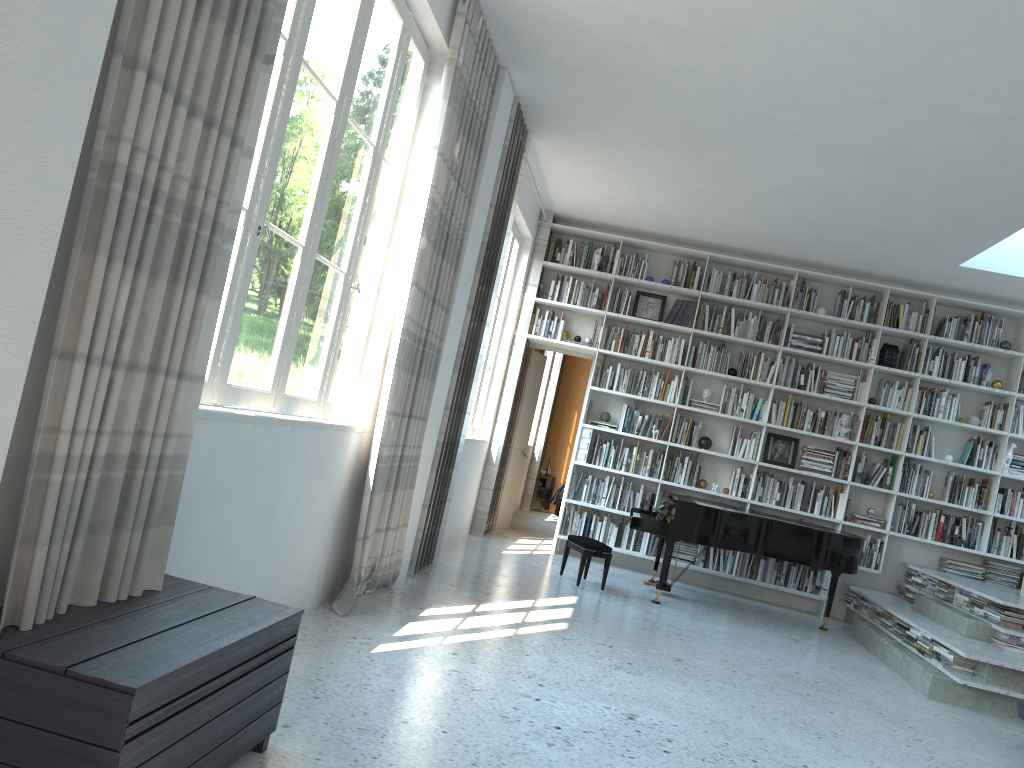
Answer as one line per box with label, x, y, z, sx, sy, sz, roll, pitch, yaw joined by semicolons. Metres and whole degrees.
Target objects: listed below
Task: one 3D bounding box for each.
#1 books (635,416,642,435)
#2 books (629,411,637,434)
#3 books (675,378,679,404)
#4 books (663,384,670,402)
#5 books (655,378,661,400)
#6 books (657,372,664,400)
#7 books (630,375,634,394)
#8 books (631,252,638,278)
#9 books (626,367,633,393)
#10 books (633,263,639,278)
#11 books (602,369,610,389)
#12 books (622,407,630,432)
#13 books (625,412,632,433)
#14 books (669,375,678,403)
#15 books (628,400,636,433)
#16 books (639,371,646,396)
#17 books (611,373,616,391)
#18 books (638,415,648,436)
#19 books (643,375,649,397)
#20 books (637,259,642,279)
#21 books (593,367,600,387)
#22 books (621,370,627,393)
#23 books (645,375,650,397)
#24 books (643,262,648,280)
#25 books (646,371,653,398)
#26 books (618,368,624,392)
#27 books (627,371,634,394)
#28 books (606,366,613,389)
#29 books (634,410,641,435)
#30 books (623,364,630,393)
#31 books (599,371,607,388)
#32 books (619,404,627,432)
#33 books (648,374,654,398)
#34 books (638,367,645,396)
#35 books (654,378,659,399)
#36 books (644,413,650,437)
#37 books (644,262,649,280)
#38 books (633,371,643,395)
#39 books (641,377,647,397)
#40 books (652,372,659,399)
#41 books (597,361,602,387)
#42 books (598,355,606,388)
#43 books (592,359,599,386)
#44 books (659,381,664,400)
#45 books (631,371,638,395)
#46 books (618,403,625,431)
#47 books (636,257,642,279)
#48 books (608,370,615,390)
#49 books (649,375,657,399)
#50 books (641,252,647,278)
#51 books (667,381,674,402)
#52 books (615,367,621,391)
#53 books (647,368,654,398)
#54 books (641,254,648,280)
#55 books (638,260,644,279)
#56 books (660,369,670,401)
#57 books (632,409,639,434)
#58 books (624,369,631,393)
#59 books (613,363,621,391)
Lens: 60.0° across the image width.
books;1.232;0.409;8.614;0.029;0.190;0.189;12;-3;8
books;1.180;0.378;8.661;0.030;0.231;0.148;12;-2;8
books;1.600;0.079;8.620;0.036;0.257;0.123;12;-2;8
books;1.503;0.096;8.626;0.030;0.183;0.152;12;-3;8
books;1.422;0.060;8.645;0.021;0.220;0.148;12;-2;8
books;1.447;0.029;8.649;0.015;0.292;0.144;12;-2;8
books;1.175;0.016;8.687;0.010;0.204;0.139;12;-2;8
books;1.208;-1.143;8.727;0.015;0.279;0.190;12;-2;8
books;1.147;-0.025;8.683;0.011;0.271;0.158;12;-2;8
books;1.220;-1.090;8.741;0.026;0.182;0.161;12;-3;8
books;0.920;-0.041;8.715;0.042;0.208;0.143;12;-2;8
books;1.113;0.351;8.661;0.031;0.255;0.143;12;-2;8
books;1.133;0.378;8.627;0.029;0.208;0.189;12;-3;8
books;1.572;0.059;8.625;0.027;0.286;0.148;12;-2;8
books;1.170;0.323;8.660;0.011;0.335;0.153;12;-2;8
books;1.275;0.010;8.666;0.021;0.256;0.156;12;-2;8
books;0.999;-0.013;8.720;0.021;0.187;0.129;12;-2;8
books;1.280;0.408;8.641;0.056;0.214;0.143;12;-2;8
books;1.307;0.030;8.646;0.013;0.229;0.177;12;-2;8
books;1.254;-1.102;8.733;0.013;0.219;0.181;12;-3;8
books;0.832;-0.061;8.723;0.026;0.209;0.155;12;-2;8
books;1.099;-0.014;8.681;0.014;0.229;0.148;12;-2;8
books;1.321;0.035;8.656;0.013;0.227;0.152;12;-2;8
books;1.307;-1.081;8.733;0.014;0.202;0.170;12;-3;8
books;1.337;0.015;8.650;0.012;0.272;0.145;12;-2;8
books;1.072;-0.026;8.705;0.049;0.242;0.139;12;-2;8
books;1.158;-0.006;8.663;0.024;0.237;0.167;12;-2;8
books;0.952;-0.049;8.694;0.022;0.235;0.177;12;-2;8
books;1.220;0.376;8.630;0.011;0.250;0.172;12;-2;8
books;1.117;-0.043;8.678;0.011;0.293;0.183;12;-2;8
books;0.892;-0.035;8.699;0.037;0.182;0.189;12;-3;8
books;1.087;0.336;8.658;0.024;0.273;0.150;12;-2;8
books;1.357;0.030;8.657;0.011;0.251;0.139;12;-2;8
books;1.262;-0.015;8.659;0.013;0.299;0.152;12;-2;8
books;1.405;0.058;8.643;0.012;0.217;0.160;12;-2;8
books;1.316;0.402;8.636;0.013;0.241;0.141;12;-2;8
books;1.322;-1.081;8.741;0.013;0.210;0.136;12;-2;8
books;1.230;0.001;8.680;0.047;0.256;0.141;12;-2;8
books;1.289;0.040;8.662;0.021;0.205;0.130;12;-2;8
books;1.397;0.026;8.633;0.015;0.275;0.157;12;-2;8
books;0.858;-0.085;8.704;0.027;0.266;0.176;12;-2;8
books;0.884;-0.114;8.699;0.012;0.333;0.184;12;-2;8
books;0.823;-0.101;8.736;0.012;0.285;0.159;12;-2;8
books;1.449;0.074;8.631;0.013;0.203;0.161;12;-3;8
books;1.192;-0.001;8.667;0.023;0.242;0.184;12;-2;8
books;1.071;0.327;8.662;0.012;0.285;0.159;12;-2;8
books;1.247;-1.120;8.745;0.013;0.252;0.129;12;-2;8
books;0.972;-0.029;8.680;0.028;0.203;0.188;12;-3;8
books;1.376;0.040;8.664;0.028;0.242;0.131;12;-2;8
books;1.295;-1.134;8.743;0.007;0.301;0.145;12;-2;8
books;1.536;0.083;8.623;0.031;0.223;0.145;12;-2;8
books;1.040;-0.035;8.685;0.011;0.246;0.176;12;-2;8
books;1.353;0.003;8.665;0.011;0.304;0.130;12;-2;8
books;1.306;-1.127;8.753;0.015;0.293;0.131;12;-2;8
books;1.269;-1.096;8.724;0.021;0.213;0.173;12;-3;8
books;1.486;0.020;8.630;0.035;0.325;0.170;12;-2;8
books;1.207;0.375;8.651;0.022;0.248;0.129;12;-2;8
books;1.127;-0.018;8.667;0.021;0.247;0.189;12;-2;8
books;1.028;-0.055;8.697;0.023;0.281;0.174;12;-2;8
